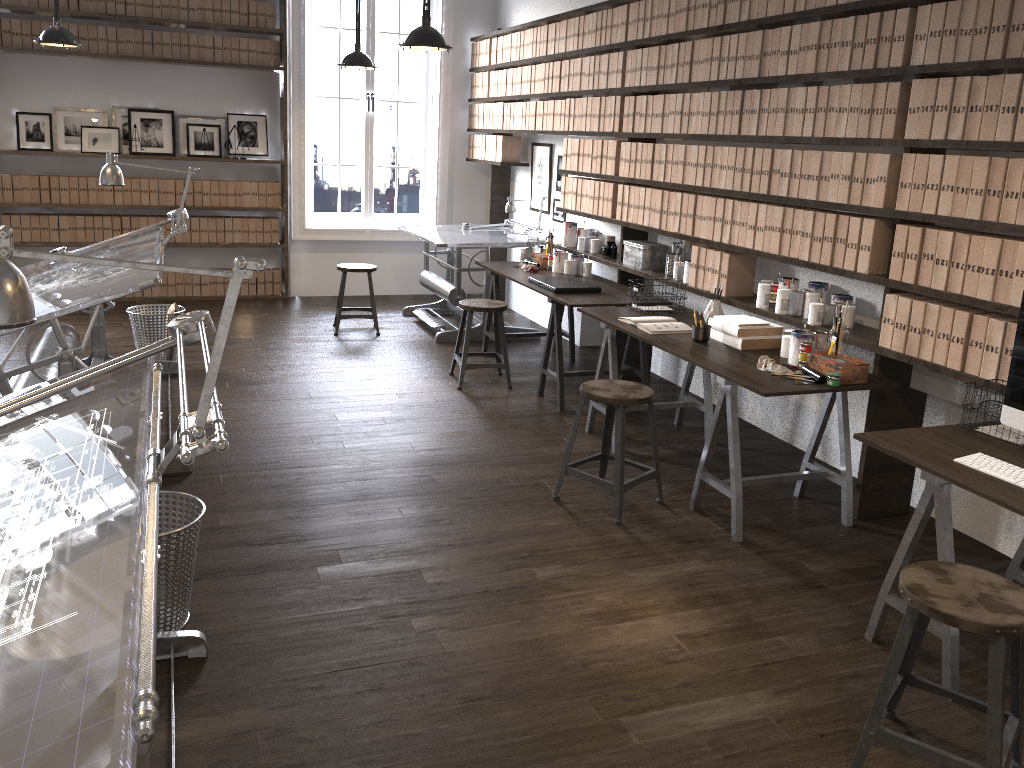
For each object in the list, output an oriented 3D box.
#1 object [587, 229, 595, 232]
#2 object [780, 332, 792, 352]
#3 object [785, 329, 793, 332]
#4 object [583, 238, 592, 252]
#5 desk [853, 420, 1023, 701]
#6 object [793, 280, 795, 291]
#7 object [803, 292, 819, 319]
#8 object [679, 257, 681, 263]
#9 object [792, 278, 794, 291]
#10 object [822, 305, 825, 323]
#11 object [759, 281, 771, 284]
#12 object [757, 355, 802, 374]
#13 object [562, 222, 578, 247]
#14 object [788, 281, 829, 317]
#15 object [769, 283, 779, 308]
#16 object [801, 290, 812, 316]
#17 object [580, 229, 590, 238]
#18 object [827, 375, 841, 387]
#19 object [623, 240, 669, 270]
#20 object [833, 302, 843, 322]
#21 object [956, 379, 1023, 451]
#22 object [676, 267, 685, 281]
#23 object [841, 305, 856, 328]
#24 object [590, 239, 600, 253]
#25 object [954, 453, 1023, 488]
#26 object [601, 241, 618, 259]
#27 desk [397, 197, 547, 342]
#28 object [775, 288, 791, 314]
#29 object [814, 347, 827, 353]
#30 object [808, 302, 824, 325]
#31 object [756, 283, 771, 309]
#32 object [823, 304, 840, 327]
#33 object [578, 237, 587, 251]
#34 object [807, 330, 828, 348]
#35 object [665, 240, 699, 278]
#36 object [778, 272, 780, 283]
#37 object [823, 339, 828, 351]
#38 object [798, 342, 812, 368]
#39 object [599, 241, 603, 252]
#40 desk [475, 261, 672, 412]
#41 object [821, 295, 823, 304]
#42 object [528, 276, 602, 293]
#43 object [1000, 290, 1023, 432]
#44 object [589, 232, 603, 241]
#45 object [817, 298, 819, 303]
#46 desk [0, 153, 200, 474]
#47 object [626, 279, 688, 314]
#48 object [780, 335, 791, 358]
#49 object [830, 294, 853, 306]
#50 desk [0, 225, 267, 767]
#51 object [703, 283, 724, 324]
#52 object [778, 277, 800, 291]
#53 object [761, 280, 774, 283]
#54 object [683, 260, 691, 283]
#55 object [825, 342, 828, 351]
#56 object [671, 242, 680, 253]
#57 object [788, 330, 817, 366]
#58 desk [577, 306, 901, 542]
[{"bbox_3d":[0.565,-1.068,6.477,0.072,0.127,0.071,9,15,25],"label":"object"},{"bbox_3d":[1.237,-0.181,3.964,0.063,0.092,0.063,8,14,19],"label":"object"},{"bbox_3d":[1.266,-0.196,4.023,0.062,0.093,0.062,8,14,19],"label":"object"},{"bbox_3d":[0.536,-0.978,6.230,0.063,0.092,0.063,-7,17,-35],"label":"object"},{"bbox_3d":[1.700,0.691,2.321,0.656,0.662,1.687,-3,16,-21],"label":"desk"},{"bbox_3d":[1.353,-0.420,4.230,0.036,0.147,0.005,3,13,2],"label":"object"},{"bbox_3d":[1.394,-0.363,4.127,0.062,0.118,0.062,13,17,36],"label":"object"},{"bbox_3d":[0.975,-0.670,5.110,0.008,0.123,0.042,-5,15,-32],"label":"object"},{"bbox_3d":[1.345,-0.421,4.234,0.029,0.167,0.004,3,13,1],"label":"object"},{"bbox_3d":[1.422,-0.320,4.052,0.054,0.080,0.054,-5,16,-30],"label":"object"},{"bbox_3d":[1.254,-0.447,4.405,0.063,0.117,0.063,8,14,19],"label":"object"},{"bbox_3d":[1.095,-0.076,3.655,0.198,0.050,0.133,15,19,38],"label":"object"},{"bbox_3d":[0.422,-1.092,6.472,0.107,0.175,0.108,-2,14,-19],"label":"object"},{"bbox_3d":[1.399,-0.400,4.200,0.205,0.160,0.095,-2,14,-19],"label":"object"},{"bbox_3d":[1.290,-0.434,4.362,0.044,0.126,0.045,-2,14,-21],"label":"object"},{"bbox_3d":[1.390,-0.381,4.187,0.045,0.126,0.045,2,13,-4],"label":"object"},{"bbox_3d":[0.527,-1.051,6.408,0.070,0.129,0.071,7,14,16],"label":"object"},{"bbox_3d":[1.259,-0.012,3.465,0.049,0.037,0.049,-2,15,-17],"label":"object"},{"bbox_3d":[0.837,-0.814,5.587,0.193,0.150,0.320,-3,16,-21],"label":"object"},{"bbox_3d":[1.469,-0.317,4.009,0.045,0.101,0.044,-5,15,-29],"label":"object"},{"bbox_3d":[1.654,0.100,2.915,0.204,0.159,0.287,-5,17,-28],"label":"object"},{"bbox_3d":[1.035,-0.638,5.109,0.181,0.092,0.062,1,14,-7],"label":"object"},{"bbox_3d":[1.500,-0.301,3.957,0.062,0.094,0.062,5,14,10],"label":"object"},{"bbox_3d":[0.579,-0.962,6.181,0.062,0.093,0.062,-7,17,-35],"label":"object"},{"bbox_3d":[1.479,0.280,2.508,0.119,0.017,0.443,-4,17,-25],"label":"object"},{"bbox_3d":[0.645,-0.910,5.976,0.091,0.107,0.173,-3,16,-21],"label":"object"},{"bbox_3d":[-0.283,-1.010,7.294,1.072,1.085,1.283,-3,15,-21],"label":"desk"},{"bbox_3d":[1.287,-0.392,4.209,0.062,0.118,0.062,13,17,36],"label":"object"},{"bbox_3d":[1.298,-0.104,3.720,0.059,0.088,0.061,-1,14,-17],"label":"object"},{"bbox_3d":[1.366,-0.315,3.984,0.062,0.094,0.062,5,14,10],"label":"object"},{"bbox_3d":[1.232,-0.430,4.340,0.062,0.118,0.062,10,15,28],"label":"object"},{"bbox_3d":[1.430,-0.306,3.967,0.062,0.093,0.064,5,14,10],"label":"object"},{"bbox_3d":[0.498,-0.996,6.288,0.062,0.093,0.062,-7,17,-35],"label":"object"},{"bbox_3d":[1.326,-0.165,3.872,0.094,0.126,0.096,-4,15,-25],"label":"object"},{"bbox_3d":[0.982,-0.771,5.236,0.157,0.269,0.183,-7,17,-36],"label":"object"},{"bbox_3d":[1.329,-0.470,4.410,0.009,0.167,0.041,-1,14,-18],"label":"object"},{"bbox_3d":[1.297,-0.131,3.694,0.005,0.129,0.040,-3,14,-23],"label":"object"},{"bbox_3d":[1.230,-0.119,3.718,0.049,0.110,0.050,-1,14,-18],"label":"object"},{"bbox_3d":[0.616,-0.971,6.260,0.054,0.079,0.055,4,14,6],"label":"object"},{"bbox_3d":[0.315,-0.361,5.868,0.656,0.662,1.687,-3,16,-21],"label":"desk"},{"bbox_3d":[1.414,-0.347,4.031,0.036,0.118,0.005,-3,14,-24],"label":"object"},{"bbox_3d":[0.322,-0.618,5.502,0.312,0.033,0.451,-3,17,-21],"label":"object"},{"bbox_3d":[1.733,0.030,2.529,0.204,0.512,0.650,-2,15,-21],"label":"object"},{"bbox_3d":[0.597,-1.017,6.337,0.094,0.126,0.096,5,14,9],"label":"object"},{"bbox_3d":[1.405,-0.344,4.050,0.035,0.103,0.004,-3,14,-23],"label":"object"},{"bbox_3d":[-2.180,-0.507,4.600,1.077,1.371,2.306,-2,16,-21],"label":"desk"},{"bbox_3d":[0.797,-0.482,4.860,0.284,0.159,0.206,-3,16,-21],"label":"object"},{"bbox_3d":[1.216,-0.164,3.898,0.062,0.093,0.062,10,15,27],"label":"object"},{"bbox_3d":[1.508,-0.343,4.063,0.095,0.128,0.095,-6,16,-33],"label":"object"},{"bbox_3d":[-0.991,0.396,1.555,1.077,1.371,2.092,-2,16,-21],"label":"desk"},{"bbox_3d":[1.045,-0.411,4.563,0.102,0.207,0.102,9,14,23],"label":"object"},{"bbox_3d":[1.343,-0.434,4.313,0.094,0.160,0.096,-3,15,-25],"label":"object"},{"bbox_3d":[1.282,-0.462,4.465,0.062,0.118,0.062,8,14,19],"label":"object"},{"bbox_3d":[1.025,-0.633,5.027,0.094,0.126,0.096,-1,14,-14],"label":"object"},{"bbox_3d":[1.305,-0.129,3.688,0.005,0.146,0.033,-2,14,-22],"label":"object"},{"bbox_3d":[1.002,-0.767,5.403,0.079,0.186,0.079,-9,18,-41],"label":"object"},{"bbox_3d":[1.243,-0.152,3.789,0.104,0.140,0.106,0,14,-14],"label":"object"},{"bbox_3d":[0.941,0.115,4.265,0.656,0.662,1.687,-3,16,-21],"label":"desk"}]
